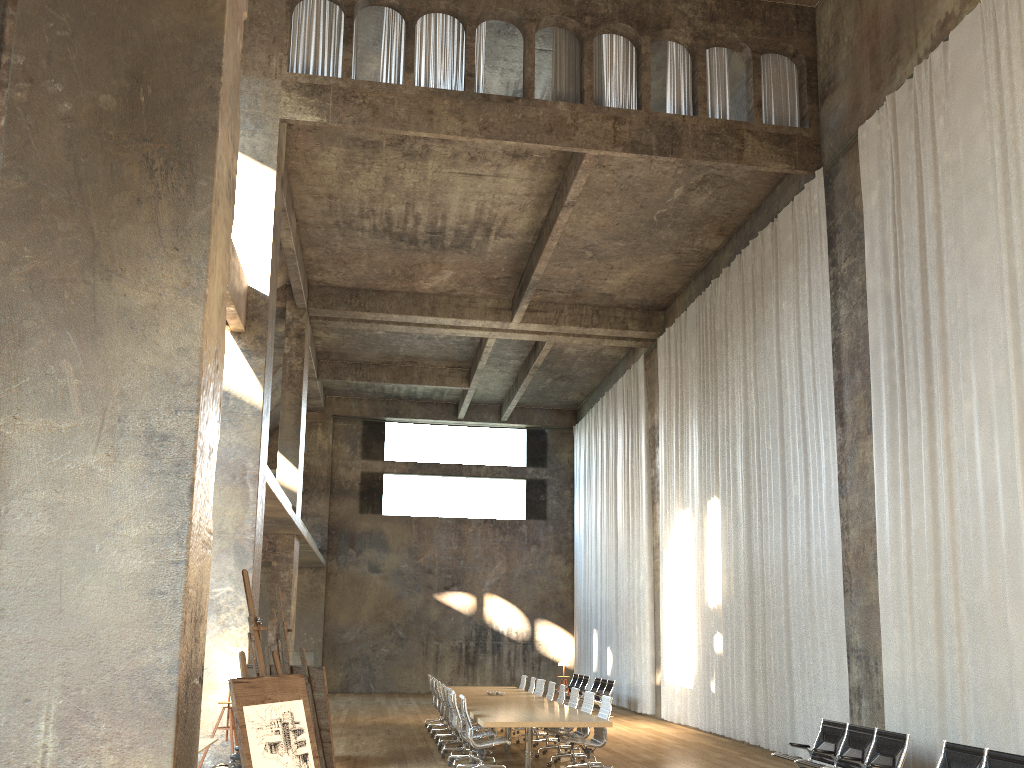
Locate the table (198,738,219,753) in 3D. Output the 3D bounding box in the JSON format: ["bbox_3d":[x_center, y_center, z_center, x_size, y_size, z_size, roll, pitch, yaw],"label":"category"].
[{"bbox_3d":[-4.119,3.746,8.238,2.412,0.683,1.133,3,-14,-9],"label":"table"}]

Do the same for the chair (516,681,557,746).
[{"bbox_3d":[0.419,5.615,15.023,0.699,1.001,0.682,1,-11,-3],"label":"chair"}]

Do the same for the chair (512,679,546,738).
[{"bbox_3d":[0.265,5.876,15.932,0.699,1.001,0.681,3,-11,-9],"label":"chair"}]

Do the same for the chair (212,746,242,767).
[{"bbox_3d":[-2.580,3.742,8.473,0.822,0.871,0.747,4,-12,-12],"label":"chair"}]

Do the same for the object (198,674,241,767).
[{"bbox_3d":[-3.472,4.096,10.415,0.571,1.267,0.673,2,-11,-8],"label":"object"}]

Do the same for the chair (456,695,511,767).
[{"bbox_3d":[-0.369,4.516,11.269,0.699,1.001,0.682,1,-11,-3],"label":"chair"}]

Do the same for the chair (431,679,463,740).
[{"bbox_3d":[-1.088,5.759,15.595,0.699,1.001,0.682,1,-11,-3],"label":"chair"}]

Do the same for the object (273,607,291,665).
[{"bbox_3d":[-2.894,3.968,11.362,0.685,2.096,0.717,2,-10,-10],"label":"object"}]

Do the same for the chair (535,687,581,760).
[{"bbox_3d":[0.693,5.115,13.283,0.699,1.001,0.682,1,-11,-3],"label":"chair"}]

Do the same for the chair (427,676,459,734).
[{"bbox_3d":[-1.231,6.016,16.492,0.699,1.001,0.682,2,-11,-5],"label":"chair"}]

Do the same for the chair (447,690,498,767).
[{"bbox_3d":[-0.537,4.757,12.108,0.699,1.001,0.682,1,-11,0],"label":"chair"}]

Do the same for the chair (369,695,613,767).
[{"bbox_3d":[-1.835,4.451,11.093,12.961,1.007,32.316,3,-16,-8],"label":"chair"}]

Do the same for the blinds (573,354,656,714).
[{"bbox_3d":[2.586,4.480,24.535,0.275,8.438,8.022,2,-12,-9],"label":"blinds"}]

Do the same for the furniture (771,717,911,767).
[{"bbox_3d":[3.656,4.276,9.919,0.709,0.821,1.920,3,-15,-8],"label":"furniture"}]

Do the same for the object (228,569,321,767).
[{"bbox_3d":[-1.262,2.045,4.638,0.685,2.096,0.716,-2,-10,17],"label":"object"}]

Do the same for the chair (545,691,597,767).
[{"bbox_3d":[0.836,4.858,12.386,0.699,1.001,0.682,2,-11,-5],"label":"chair"}]

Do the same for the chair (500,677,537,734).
[{"bbox_3d":[0.133,6.116,16.769,0.699,1.001,0.682,1,-11,0],"label":"chair"}]

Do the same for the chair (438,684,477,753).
[{"bbox_3d":[-0.815,5.259,13.856,0.699,1.001,0.682,1,-11,-3],"label":"chair"}]

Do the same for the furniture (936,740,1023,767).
[{"bbox_3d":[4.023,3.605,7.585,0.709,0.821,1.920,3,-15,-8],"label":"furniture"}]

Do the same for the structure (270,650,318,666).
[{"bbox_3d":[-3.056,4.480,12.190,0.595,1.511,0.760,2,-11,-8],"label":"structure"}]

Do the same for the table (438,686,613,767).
[{"bbox_3d":[-0.152,5.546,14.357,1.602,0.740,7.913,3,-16,-8],"label":"table"}]

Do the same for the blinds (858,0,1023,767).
[{"bbox_3d":[5.247,-0.382,7.611,0.275,8.438,8.025,2,-12,-7],"label":"blinds"}]

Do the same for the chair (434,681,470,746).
[{"bbox_3d":[-0.947,5.506,14.717,0.699,1.001,0.682,1,-11,0],"label":"chair"}]

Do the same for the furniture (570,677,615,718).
[{"bbox_3d":[1.876,7.424,20.882,0.709,0.821,1.920,3,-15,-8],"label":"furniture"}]

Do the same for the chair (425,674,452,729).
[{"bbox_3d":[-1.375,6.283,17.420,0.699,1.001,0.682,1,-11,-3],"label":"chair"}]

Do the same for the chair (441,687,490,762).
[{"bbox_3d":[-0.677,4.997,12.944,0.699,1.001,0.681,3,-11,-9],"label":"chair"}]

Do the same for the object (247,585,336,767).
[{"bbox_3d":[-1.657,2.569,6.469,0.704,2.096,0.698,-3,-11,23],"label":"object"}]

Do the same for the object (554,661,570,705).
[{"bbox_3d":[1.027,6.653,19.019,0.572,1.267,0.672,-4,-11,24],"label":"object"}]

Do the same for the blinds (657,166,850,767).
[{"bbox_3d":[3.919,2.045,16.060,0.275,8.438,8.025,2,-12,-7],"label":"blinds"}]

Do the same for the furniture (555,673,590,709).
[{"bbox_3d":[1.509,8.094,23.216,0.709,0.821,1.920,3,-15,-8],"label":"furniture"}]

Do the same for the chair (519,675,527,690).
[{"bbox_3d":[-0.029,6.357,17.610,0.699,1.001,0.682,1,-11,-3],"label":"chair"}]

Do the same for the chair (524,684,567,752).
[{"bbox_3d":[0.552,5.367,14.161,0.699,1.001,0.682,1,-11,0],"label":"chair"}]
